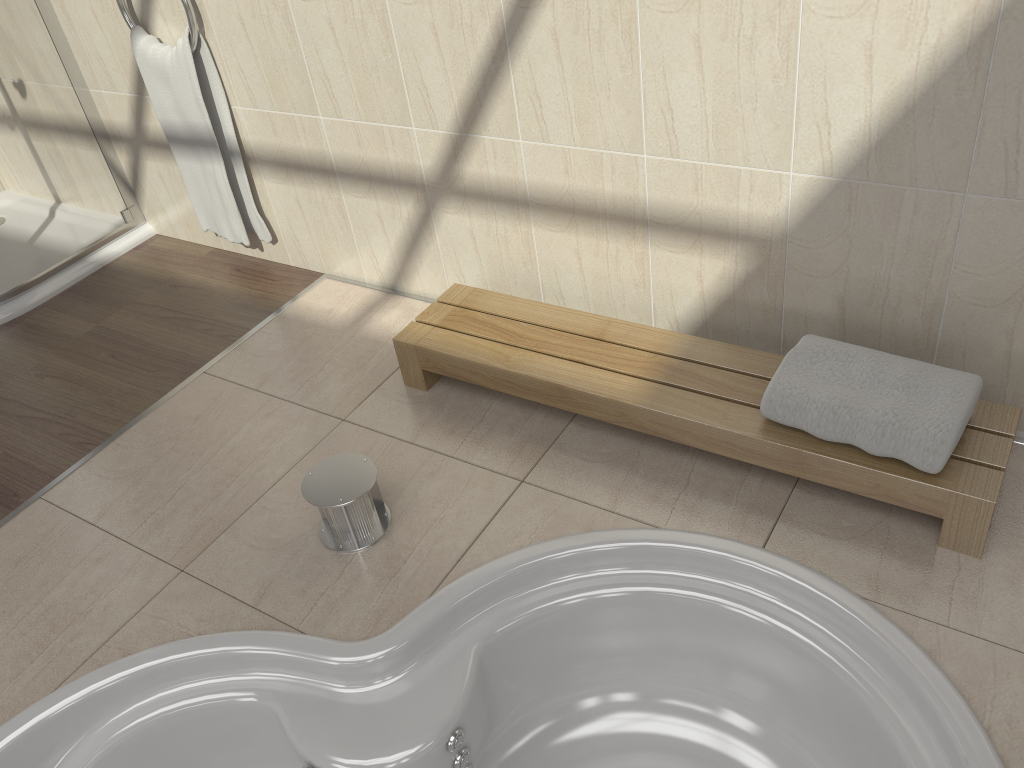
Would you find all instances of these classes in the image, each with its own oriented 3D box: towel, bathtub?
[{"bbox_3d":[0.650,0.025,1.620,0.331,0.099,0.233,19,46,33],"label":"towel"},{"bbox_3d":[-0.042,1.145,1.168,1.754,0.674,1.751,-14,38,-5],"label":"bathtub"},{"bbox_3d":[-0.879,-0.690,2.518,0.280,0.635,0.083,16,45,30],"label":"towel"}]

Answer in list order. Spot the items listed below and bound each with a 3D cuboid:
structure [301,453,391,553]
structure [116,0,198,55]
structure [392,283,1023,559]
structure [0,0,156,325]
[{"bbox_3d":[-0.329,0.236,1.771,0.150,0.131,0.150,8,41,22],"label":"structure"},{"bbox_3d":[-0.927,-1.003,2.303,0.291,0.332,0.051,16,44,29],"label":"structure"},{"bbox_3d":[0.333,0.024,1.888,1.280,0.140,0.260,16,44,29],"label":"structure"},{"bbox_3d":[-1.965,-1.109,2.400,0.900,1.917,0.900,16,44,29],"label":"structure"}]
